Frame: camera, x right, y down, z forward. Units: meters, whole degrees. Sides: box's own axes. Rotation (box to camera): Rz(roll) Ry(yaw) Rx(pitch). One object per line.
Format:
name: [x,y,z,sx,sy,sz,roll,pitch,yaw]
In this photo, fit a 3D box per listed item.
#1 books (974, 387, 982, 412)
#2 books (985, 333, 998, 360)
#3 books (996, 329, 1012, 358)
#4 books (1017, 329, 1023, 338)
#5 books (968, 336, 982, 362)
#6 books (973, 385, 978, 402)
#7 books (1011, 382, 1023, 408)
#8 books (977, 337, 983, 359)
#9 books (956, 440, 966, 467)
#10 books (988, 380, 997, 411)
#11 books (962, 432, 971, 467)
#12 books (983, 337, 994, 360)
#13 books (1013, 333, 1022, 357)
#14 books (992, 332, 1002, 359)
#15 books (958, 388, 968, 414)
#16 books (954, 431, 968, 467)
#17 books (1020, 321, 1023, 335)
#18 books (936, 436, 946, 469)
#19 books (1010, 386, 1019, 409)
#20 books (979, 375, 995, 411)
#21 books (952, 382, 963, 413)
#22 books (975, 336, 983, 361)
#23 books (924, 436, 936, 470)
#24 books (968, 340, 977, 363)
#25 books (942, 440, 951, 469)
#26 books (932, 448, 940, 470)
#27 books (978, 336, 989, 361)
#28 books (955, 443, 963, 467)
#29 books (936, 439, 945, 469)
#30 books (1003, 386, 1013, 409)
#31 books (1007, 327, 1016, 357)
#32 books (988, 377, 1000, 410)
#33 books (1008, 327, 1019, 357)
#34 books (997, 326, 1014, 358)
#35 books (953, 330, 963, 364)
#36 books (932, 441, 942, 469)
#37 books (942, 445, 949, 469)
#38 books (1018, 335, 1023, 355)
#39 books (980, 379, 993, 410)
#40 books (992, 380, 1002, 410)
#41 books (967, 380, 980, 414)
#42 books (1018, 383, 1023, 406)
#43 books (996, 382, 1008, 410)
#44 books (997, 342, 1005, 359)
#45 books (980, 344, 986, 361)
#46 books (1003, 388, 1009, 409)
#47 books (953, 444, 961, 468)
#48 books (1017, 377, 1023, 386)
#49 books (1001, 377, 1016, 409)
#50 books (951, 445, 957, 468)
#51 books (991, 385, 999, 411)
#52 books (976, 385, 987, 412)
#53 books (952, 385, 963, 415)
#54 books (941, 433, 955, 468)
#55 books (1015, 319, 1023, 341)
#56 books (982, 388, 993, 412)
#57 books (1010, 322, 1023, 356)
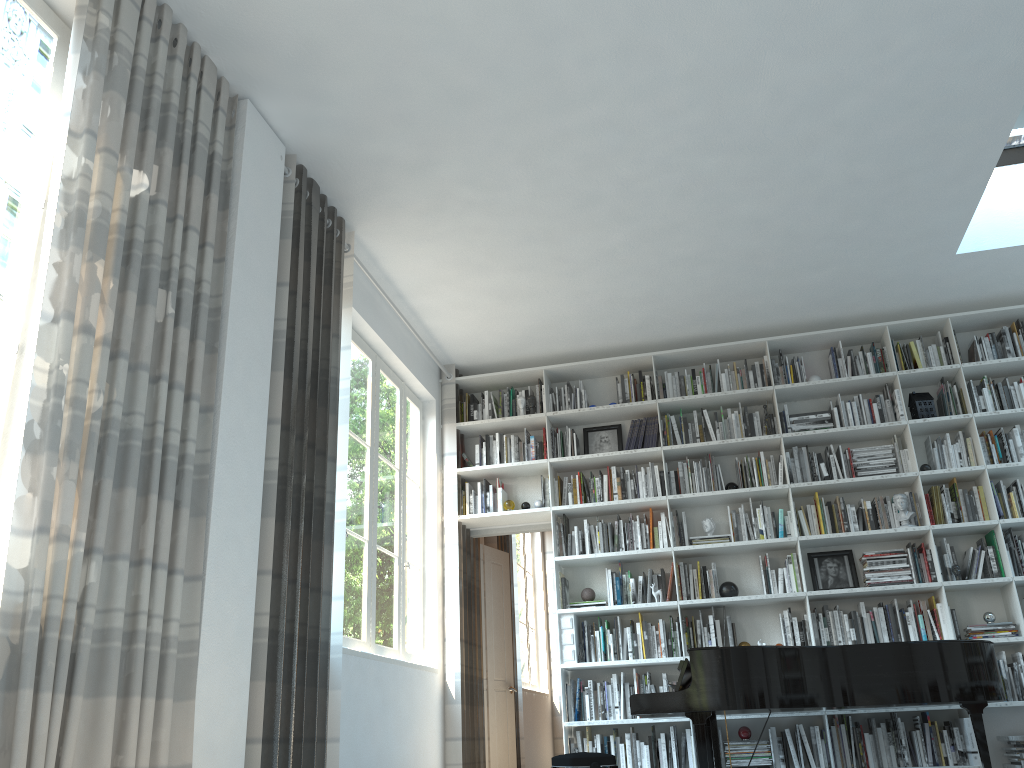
books: [3.266,0.154,6.232,0.012,0.238,0.139,-7,-22,11]
books: [3.417,-0.215,6.331,0.030,0.254,0.161,-7,-22,11]
books: [3.491,-0.234,6.295,0.028,0.257,0.185,-7,-22,11]
books: [3.605,-0.239,6.285,0.008,0.250,0.170,-7,-22,11]
books: [3.315,-0.201,6.341,0.009,0.243,0.174,-7,-22,11]
books: [3.256,0.139,6.247,0.011,0.278,0.134,-7,-22,11]
books: [3.511,0.121,6.171,0.023,0.236,0.150,-7,-22,11]
books: [3.340,-0.202,6.355,0.012,0.254,0.134,-7,-22,11]
books: [3.094,0.517,6.126,0.024,0.233,0.150,-7,-22,11]
books: [3.348,0.125,6.207,0.010,0.267,0.166,-7,-22,11]
books: [3.125,0.493,6.127,0.025,0.276,0.173,-7,-22,11]
books: [3.389,-0.198,6.332,0.028,0.225,0.164,-7,-22,11]
books: [3.568,-0.227,6.285,0.018,0.230,0.160,-7,-22,11]
books: [3.442,-0.218,6.327,0.021,0.255,0.169,-7,-22,11]
books: [3.152,0.168,6.223,0.008,0.213,0.224,-7,-22,12]
books: [3.110,0.488,6.136,0.028,0.292,0.155,-7,-22,11]
books: [3.618,-0.270,6.275,0.015,0.298,0.184,-7,-22,11]
books: [2.980,0.514,6.163,0.019,0.274,0.146,-7,-22,11]
books: [3.491,0.138,6.183,0.025,0.215,0.144,-7,-22,11]
books: [3.336,0.109,6.217,0.014,0.305,0.153,-7,-22,11]
books: [3.152,0.145,6.270,0.005,0.290,0.131,-7,-22,11]
books: [3.327,-0.199,6.347,0.011,0.243,0.173,-7,-22,11]
books: [2.919,0.519,6.183,0.018,0.284,0.160,-7,-22,11]
books: [3.288,-0.181,6.334,0.046,0.205,0.184,-7,-22,11]
books: [3.004,0.527,6.145,0.023,0.235,0.179,-7,-22,11]
books: [2.928,0.556,6.142,0.028,0.185,0.182,-7,-22,11]
books: [3.356,-0.201,6.326,0.013,0.228,0.174,-7,-22,11]
books: [3.074,0.527,6.120,0.029,0.210,0.158,-7,-22,11]
books: [2.966,0.528,6.161,0.028,0.249,0.165,-7,-22,11]
books: [3.454,0.141,6.197,0.028,0.222,0.142,-7,-22,11]
books: [3.544,-0.244,6.325,0.017,0.294,0.139,-7,-22,11]
books: [3.376,0.115,6.221,0.021,0.294,0.139,-7,-22,11]
books: [3.559,-0.244,6.315,0.007,0.284,0.160,-7,-22,11]
books: [3.521,-0.245,6.318,0.024,0.291,0.168,-7,-22,11]
books: [3.187,-0.216,6.369,0.019,0.303,0.176,-7,-22,11]
books: [2.950,0.535,6.168,0.024,0.241,0.160,-7,-22,11]
books: [2.991,0.544,6.148,0.023,0.206,0.171,-7,-22,11]
books: [3.590,-0.220,6.265,0.018,0.200,0.189,-7,-22,11]
books: [3.325,0.124,6.221,0.011,0.282,0.173,-7,-22,11]
books: [3.394,0.124,6.220,0.012,0.275,0.133,-7,-22,11]
books: [3.240,0.131,6.232,0.012,0.284,0.160,-7,-22,11]
books: [3.529,0.126,6.148,0.021,0.208,0.181,-7,-22,11]
books: [3.408,0.130,6.188,0.027,0.240,0.160,-7,-22,11]
books: [3.473,-0.185,6.326,0.031,0.190,0.133,-7,-22,11]
books: [3.349,-0.174,6.331,0.009,0.182,0.160,-7,-22,11]
books: [3.433,0.146,6.196,0.014,0.214,0.133,-7,-22,11]
books: [3.054,0.536,6.121,0.027,0.195,0.185,-7,-22,11]
books: [3.558,0.102,6.167,0.012,0.263,0.157,-7,-22,11]
books: [3.471,0.109,6.200,0.013,0.283,0.155,-7,-22,11]
books: [3.035,0.538,6.122,0.024,0.194,0.173,-7,-22,11]
books: [3.361,0.142,6.207,0.012,0.234,0.166,-7,-22,11]
books: [3.283,0.148,6.224,0.026,0.242,0.148,-7,-22,11]
books: [3.121,0.156,6.236,0.013,0.247,0.187,-7,-22,11]
books: [3.015,0.499,6.129,0.028,0.274,0.187,-7,-22,11]
books: [3.611,-0.277,6.298,0.007,0.328,0.184,-7,-22,11]
books: [3.305,0.155,6.195,0.026,0.207,0.181,-7,-22,11]
books: [3.580,-0.264,6.303,0.006,0.311,0.179,-7,-22,11]
